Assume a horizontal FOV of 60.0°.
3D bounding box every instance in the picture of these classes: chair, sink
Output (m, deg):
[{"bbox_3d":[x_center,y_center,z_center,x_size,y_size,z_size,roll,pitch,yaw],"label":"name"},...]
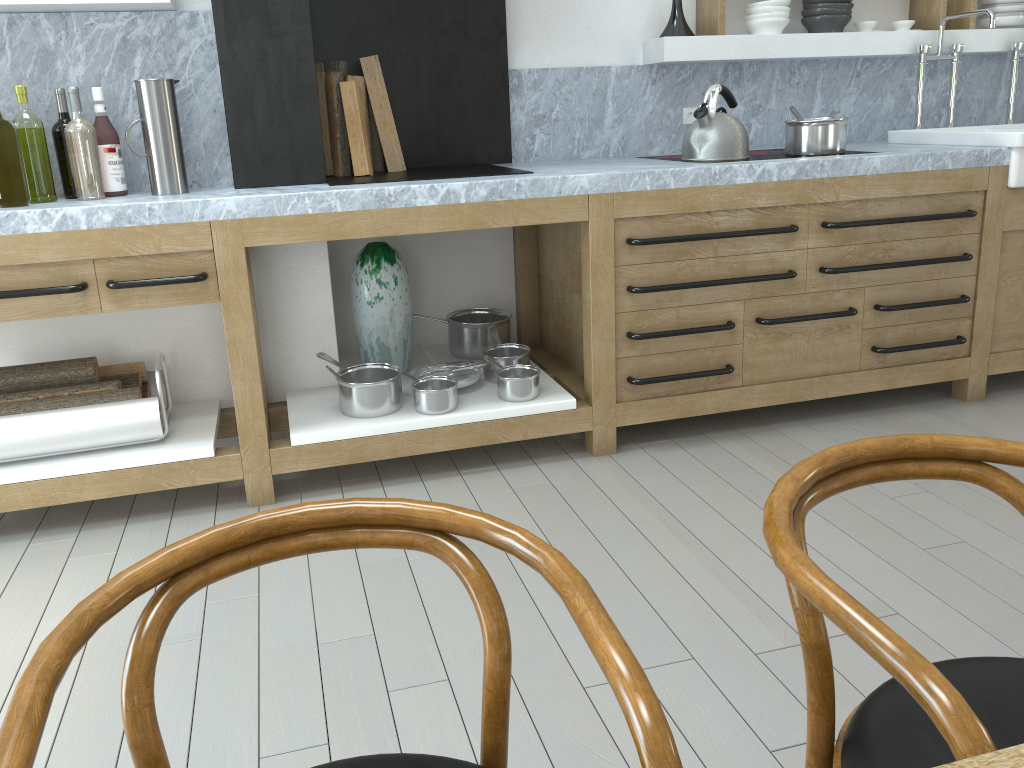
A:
[{"bbox_3d":[-0.144,0.570,0.858,0.528,0.729,0.626,-7,17,-14],"label":"chair"},{"bbox_3d":[2.203,-0.957,3.639,1.021,0.200,0.732,-7,17,-14],"label":"sink"},{"bbox_3d":[0.570,0.501,0.980,0.528,0.729,0.625,-8,17,-17],"label":"chair"}]

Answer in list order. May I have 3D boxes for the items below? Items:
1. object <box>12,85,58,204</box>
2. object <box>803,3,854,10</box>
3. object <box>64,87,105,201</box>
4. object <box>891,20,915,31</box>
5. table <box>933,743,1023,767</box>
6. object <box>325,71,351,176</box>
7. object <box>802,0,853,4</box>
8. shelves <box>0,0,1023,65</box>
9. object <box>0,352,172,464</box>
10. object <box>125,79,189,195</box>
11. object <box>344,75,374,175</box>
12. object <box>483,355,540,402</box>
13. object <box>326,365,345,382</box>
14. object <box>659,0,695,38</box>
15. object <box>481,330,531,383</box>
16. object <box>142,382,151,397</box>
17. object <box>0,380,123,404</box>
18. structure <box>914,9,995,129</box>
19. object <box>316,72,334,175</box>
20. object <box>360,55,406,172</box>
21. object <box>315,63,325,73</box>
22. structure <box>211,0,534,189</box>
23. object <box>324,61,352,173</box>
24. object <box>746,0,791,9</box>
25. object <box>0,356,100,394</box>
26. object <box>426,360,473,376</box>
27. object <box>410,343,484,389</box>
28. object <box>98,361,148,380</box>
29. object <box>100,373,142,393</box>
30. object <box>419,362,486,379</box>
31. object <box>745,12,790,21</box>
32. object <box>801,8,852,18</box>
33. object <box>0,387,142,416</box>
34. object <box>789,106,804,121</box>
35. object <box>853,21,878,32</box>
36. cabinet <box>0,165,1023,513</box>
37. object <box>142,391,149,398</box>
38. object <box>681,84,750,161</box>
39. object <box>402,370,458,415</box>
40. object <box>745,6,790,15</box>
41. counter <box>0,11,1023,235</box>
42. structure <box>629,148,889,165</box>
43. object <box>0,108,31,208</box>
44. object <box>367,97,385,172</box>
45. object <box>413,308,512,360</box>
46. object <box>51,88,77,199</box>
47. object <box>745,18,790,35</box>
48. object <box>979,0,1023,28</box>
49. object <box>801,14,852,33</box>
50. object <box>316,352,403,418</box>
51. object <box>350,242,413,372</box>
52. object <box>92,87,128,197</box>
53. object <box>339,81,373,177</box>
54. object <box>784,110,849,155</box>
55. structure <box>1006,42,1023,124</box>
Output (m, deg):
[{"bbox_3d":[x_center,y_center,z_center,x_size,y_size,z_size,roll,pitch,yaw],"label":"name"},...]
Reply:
[{"bbox_3d":[-1.418,-0.703,2.613,0.092,0.336,0.092,-2,16,3],"label":"object"},{"bbox_3d":[1.345,-1.583,3.776,0.205,0.086,0.207,6,19,27],"label":"object"},{"bbox_3d":[-1.275,-0.709,2.631,0.085,0.328,0.086,-4,16,-6],"label":"object"},{"bbox_3d":[1.727,-1.577,3.917,0.098,0.048,0.099,-8,17,-16],"label":"object"},{"bbox_3d":[1.038,0.653,0.294,3.351,0.793,1.026,-7,17,-14],"label":"table"},{"bbox_3d":[-0.623,-0.927,3.183,0.068,0.364,0.132,-3,16,-1],"label":"object"},{"bbox_3d":[1.343,-1.605,3.775,0.206,0.072,0.207,-11,19,-26],"label":"object"},{"bbox_3d":[0.549,-1.927,3.329,5.557,1.351,0.483,-9,17,-20],"label":"shelves"},{"bbox_3d":[-1.369,0.066,2.800,0.528,0.230,0.432,-8,17,-17],"label":"object"},{"bbox_3d":[-1.085,-0.753,2.714,0.164,0.337,0.115,-6,16,-11],"label":"object"},{"bbox_3d":[-0.564,-0.936,3.245,0.072,0.364,0.131,-2,16,4],"label":"object"},{"bbox_3d":[0.007,-0.021,3.092,0.154,0.112,0.262,-7,17,-15],"label":"object"},{"bbox_3d":[-0.512,0.002,2.928,0.190,0.151,0.052,-7,16,-14],"label":"object"},{"bbox_3d":[0.675,-1.528,3.625,0.156,0.217,0.157,-13,19,-32],"label":"object"},{"bbox_3d":[-0.011,-0.099,3.324,0.182,0.132,0.311,0,17,9],"label":"object"},{"bbox_3d":[-1.439,0.065,2.952,0.437,0.091,0.092,-8,17,-17],"label":"object"},{"bbox_3d":[-1.401,0.050,2.736,0.363,0.086,0.102,-8,17,-17],"label":"object"},{"bbox_3d":[1.916,-1.298,3.770,0.214,0.526,0.334,-13,19,-33],"label":"structure"},{"bbox_3d":[-0.682,-0.930,3.180,0.057,0.356,0.075,-3,16,0],"label":"object"},{"bbox_3d":[-0.473,-0.996,3.287,0.148,0.424,0.079,3,17,20],"label":"object"},{"bbox_3d":[-0.716,-0.981,3.333,0.068,0.422,0.089,-3,16,0],"label":"object"},{"bbox_3d":[-0.480,-1.657,2.962,1.076,1.870,0.786,-7,16,-14],"label":"structure"},{"bbox_3d":[-0.643,-0.976,3.346,0.089,0.455,0.111,-7,16,-14],"label":"object"},{"bbox_3d":[1.071,-1.566,3.707,0.181,0.075,0.182,4,18,22],"label":"object"},{"bbox_3d":[-1.453,-0.017,2.765,0.292,0.101,0.104,-8,17,-17],"label":"object"},{"bbox_3d":[-0.224,-0.060,3.248,0.170,0.035,0.061,-7,17,-14],"label":"object"},{"bbox_3d":[-0.309,-0.058,3.255,0.264,0.052,0.510,-15,21,-36],"label":"object"},{"bbox_3d":[-1.426,-0.013,2.906,0.423,0.072,0.072,-8,17,-17],"label":"object"},{"bbox_3d":[-1.420,0.033,2.836,0.435,0.079,0.115,-8,17,-17],"label":"object"},{"bbox_3d":[-0.212,-0.043,3.176,0.247,0.045,0.041,-7,17,-15],"label":"object"},{"bbox_3d":[1.070,-1.516,3.720,0.181,0.065,0.182,4,18,22],"label":"object"},{"bbox_3d":[1.342,-1.558,3.788,0.205,0.085,0.207,4,18,22],"label":"object"},{"bbox_3d":[-1.352,0.082,2.675,0.437,0.093,0.093,-8,17,-17],"label":"object"},{"bbox_3d":[1.121,-0.979,3.386,0.051,0.165,0.237,-8,17,-19],"label":"object"},{"bbox_3d":[1.541,-1.554,3.870,0.098,0.048,0.099,-8,17,-16],"label":"object"},{"bbox_3d":[1.104,-0.361,3.639,6.433,1.014,1.011,-7,17,-14],"label":"cabinet"},{"bbox_3d":[-1.417,0.097,2.872,0.455,0.089,0.091,-8,17,-17],"label":"object"},{"bbox_3d":[0.745,-0.958,3.241,0.246,0.265,0.248,-4,16,-5],"label":"object"},{"bbox_3d":[-0.278,0.020,2.998,0.154,0.112,0.262,-10,18,-24],"label":"object"},{"bbox_3d":[1.071,-1.539,3.715,0.181,0.068,0.182,-2,17,3],"label":"object"},{"bbox_3d":[1.133,-1.159,3.460,6.580,0.615,0.968,-7,17,-14],"label":"counter"},{"bbox_3d":[0.917,-0.858,3.403,0.738,0.041,0.652,-7,18,-14],"label":"structure"},{"bbox_3d":[-1.438,-0.672,2.498,0.092,0.356,0.093,6,18,28],"label":"object"},{"bbox_3d":[-0.554,-0.942,3.384,0.105,0.294,0.110,-15,20,-38],"label":"object"},{"bbox_3d":[-0.220,-0.221,3.651,0.456,0.196,0.270,3,17,19],"label":"object"},{"bbox_3d":[-1.360,-0.735,2.722,0.085,0.328,0.086,-4,16,-6],"label":"object"},{"bbox_3d":[1.071,-1.495,3.726,0.181,0.063,0.182,0,17,7],"label":"object"},{"bbox_3d":[2.443,-1.725,4.061,0.657,0.194,0.199,-7,17,-15],"label":"object"},{"bbox_3d":[1.344,-1.532,3.795,0.206,0.072,0.207,-11,19,-26],"label":"object"},{"bbox_3d":[-0.510,-0.004,3.043,0.223,0.163,0.381,-10,18,-24],"label":"object"},{"bbox_3d":[-0.494,-0.290,3.381,0.231,0.494,0.232,5,18,26],"label":"object"},{"bbox_3d":[-1.253,-0.743,2.735,0.081,0.327,0.082,1,16,12],"label":"object"},{"bbox_3d":[-0.548,-0.897,3.131,0.081,0.333,0.149,-10,17,-23],"label":"object"},{"bbox_3d":[1.208,-0.954,3.381,0.395,0.169,0.233,-14,20,-33],"label":"object"},{"bbox_3d":[2.386,-1.355,3.890,0.214,0.526,0.334,-13,19,-33],"label":"structure"}]
